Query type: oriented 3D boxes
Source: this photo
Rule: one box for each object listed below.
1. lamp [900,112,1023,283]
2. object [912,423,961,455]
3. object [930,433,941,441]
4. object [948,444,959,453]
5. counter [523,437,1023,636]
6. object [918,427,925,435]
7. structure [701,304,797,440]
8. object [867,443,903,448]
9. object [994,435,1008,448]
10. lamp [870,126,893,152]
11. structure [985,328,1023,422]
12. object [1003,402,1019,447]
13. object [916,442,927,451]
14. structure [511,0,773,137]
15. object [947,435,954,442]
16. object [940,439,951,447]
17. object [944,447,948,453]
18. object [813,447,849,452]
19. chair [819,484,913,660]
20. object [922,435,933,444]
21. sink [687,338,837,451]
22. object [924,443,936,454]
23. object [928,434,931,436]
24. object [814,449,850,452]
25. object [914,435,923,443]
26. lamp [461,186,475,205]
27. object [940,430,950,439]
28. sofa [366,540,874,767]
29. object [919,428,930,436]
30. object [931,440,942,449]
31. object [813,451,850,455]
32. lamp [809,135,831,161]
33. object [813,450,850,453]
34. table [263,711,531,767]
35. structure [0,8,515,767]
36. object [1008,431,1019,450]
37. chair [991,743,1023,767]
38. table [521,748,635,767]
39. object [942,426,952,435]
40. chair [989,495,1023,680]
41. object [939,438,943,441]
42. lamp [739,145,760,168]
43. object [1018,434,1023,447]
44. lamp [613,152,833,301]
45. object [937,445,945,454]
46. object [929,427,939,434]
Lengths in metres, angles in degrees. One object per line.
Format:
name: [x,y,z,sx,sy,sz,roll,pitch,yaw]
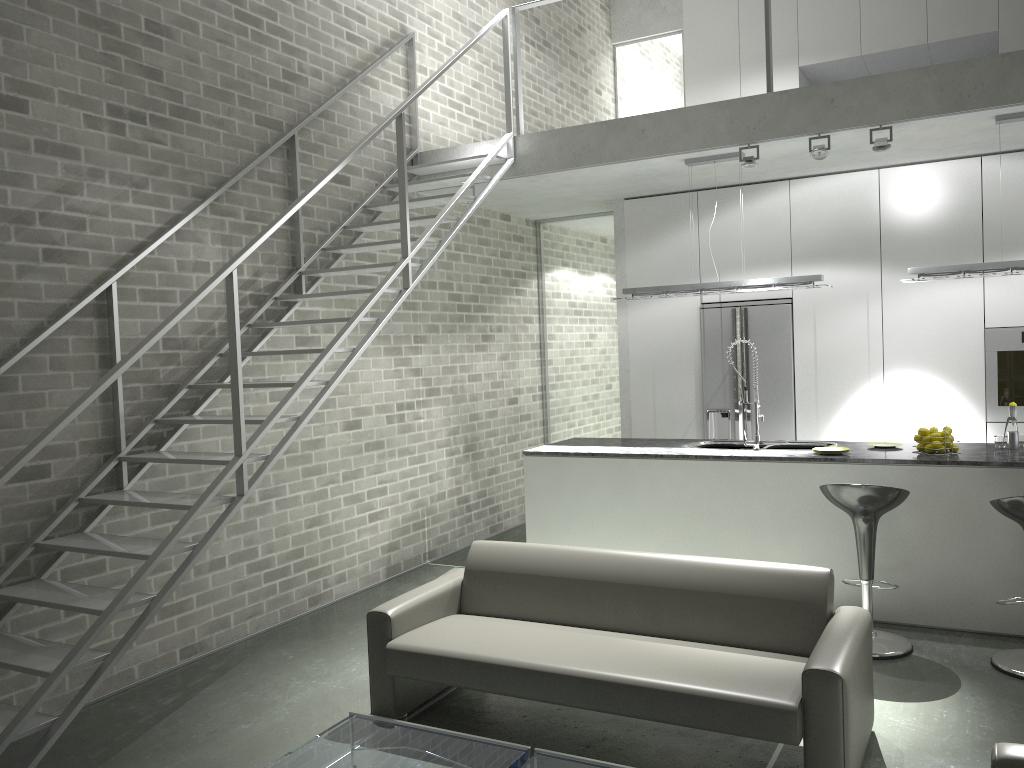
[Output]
lamp: [3.146,-1.149,5.336,1.490,0.964,0.290,-1,3,28]
object: [2.555,0.328,5.343,0.189,0.174,0.207,-3,2,-17]
object: [2.523,0.315,5.282,0.061,0.052,0.053,-1,3,32]
object: [2.638,0.384,5.300,0.062,0.052,0.053,-4,3,-32]
counter: [2.243,0.895,5.670,4.400,0.960,0.900,-1,3,28]
object: [2.498,0.292,5.396,0.052,0.060,0.057,-2,2,7]
structure: [1.991,0.304,7.438,0.743,1.900,0.160,-1,3,28]
object: [2.406,0.397,5.722,0.217,0.017,0.216,-4,3,-36]
object: [3.018,0.356,5.475,0.064,0.070,0.063,-3,2,-24]
lamp: [2.285,-1.509,5.487,0.115,0.151,0.115,-3,2,-19]
structure: [3.815,-0.065,6.399,0.692,0.680,0.036,-1,3,28]
object: [3.041,0.250,5.366,0.088,0.288,0.101,-4,3,-32]
object: [2.481,0.380,5.369,0.060,0.057,0.052,-1,2,20]
structure: [2.475,-2.370,5.327,5.560,0.972,0.070,-1,3,28]
object: [2.624,0.333,5.321,0.061,0.054,0.053,-3,3,-25]
object: [2.581,0.351,5.282,0.061,0.055,0.051,-2,2,-2]
object: [2.599,0.386,5.345,0.061,0.055,0.050,-3,3,-26]
object: [1.977,0.409,5.493,0.217,0.017,0.216,-4,3,-29]
chair: [1.937,0.975,4.844,0.457,0.931,0.464,0,3,42]
object: [2.498,0.336,5.330,0.062,0.053,0.052,-3,2,-10]
sink: [1.685,0.192,6.056,0.987,1.023,0.546,-1,3,28]
object: [2.509,0.387,5.315,0.064,0.063,0.074,0,3,39]
object: [2.530,0.329,5.376,0.064,0.053,0.051,-1,2,21]
object: [1.977,0.414,5.493,0.217,0.017,0.216,-4,3,-29]
object: [2.473,0.333,5.386,0.053,0.051,0.063,-3,2,-13]
lamp: [3.000,-1.616,7.288,6.854,0.136,0.110,-3,2,-7]
object: [2.581,0.301,5.286,0.051,0.053,0.063,-1,3,31]
sofa: [0.429,1.178,3.938,2.114,0.717,0.902,-1,3,28]
object: [2.484,0.291,5.345,0.053,0.051,0.063,-3,2,-24]
object: [2.516,0.362,5.259,0.061,0.054,0.052,-2,2,-4]
object: [1.977,0.424,5.494,0.217,0.017,0.216,-4,3,-29]
lamp: [1.956,-1.502,5.642,0.115,0.151,0.115,-3,2,-19]
object: [1.977,0.419,5.493,0.217,0.017,0.216,-4,3,-29]
table: [-0.467,1.472,3.072,0.820,0.270,0.800,-1,3,28]
structure: [-1.365,-0.558,5.001,0.902,4.246,4.345,-1,3,28]
object: [3.033,0.342,5.362,0.060,0.106,0.060,-1,2,22]
chair: [1.511,1.212,1.980,0.910,0.717,0.963,-1,3,28]
table: [0.270,1.458,2.672,0.820,0.270,0.800,-1,3,28]
object: [2.620,0.284,5.339,0.050,0.060,0.059,-2,2,18]
chair: [2.641,0.963,4.424,0.457,0.931,0.464,-2,2,9]
object: [2.564,0.348,5.308,0.051,0.053,0.062,-1,3,26]
lamp: [1.568,-1.502,5.860,0.109,0.136,0.109,-3,2,-19]
object: [3.147,0.350,5.488,0.064,0.070,0.063,-3,2,-24]
lamp: [1.445,-1.118,6.258,1.490,0.964,0.290,-1,3,28]
object: [2.554,0.388,5.278,0.051,0.053,0.063,-1,3,26]
object: [2.543,0.285,5.345,0.051,0.053,0.063,-1,2,20]
